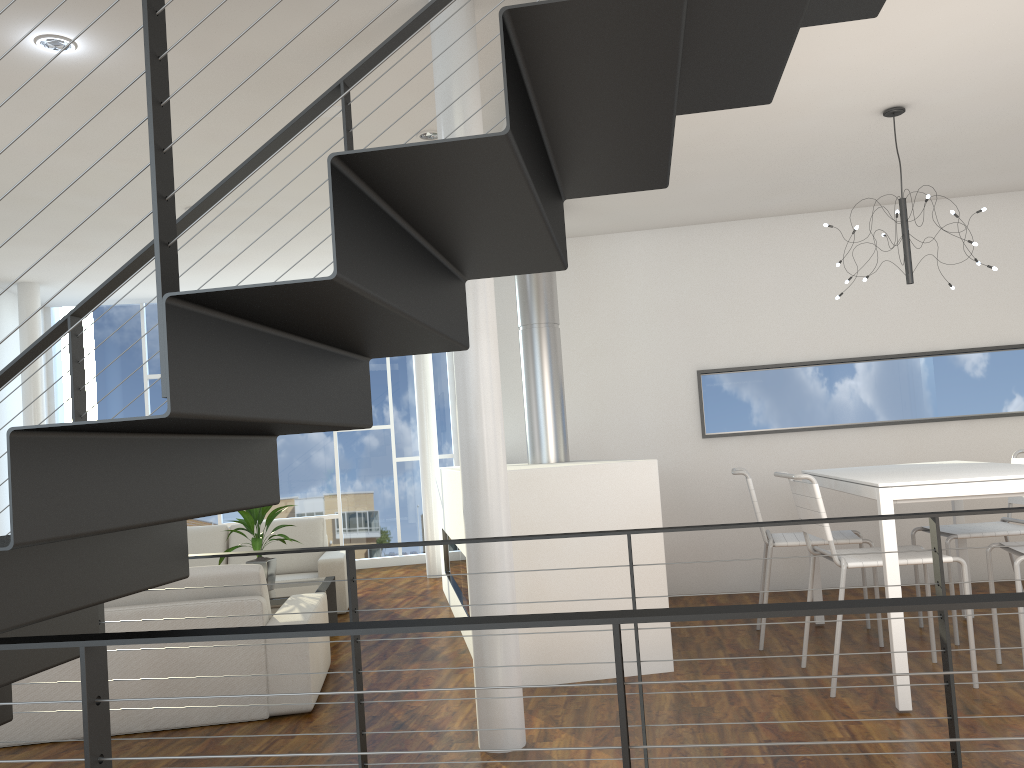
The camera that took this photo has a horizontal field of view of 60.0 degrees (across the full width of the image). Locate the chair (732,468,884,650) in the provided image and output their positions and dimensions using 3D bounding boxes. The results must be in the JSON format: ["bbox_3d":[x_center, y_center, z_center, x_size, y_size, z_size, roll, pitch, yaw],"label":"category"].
[{"bbox_3d":[1.291,0.744,3.938,0.555,0.764,0.428,-5,-3,14],"label":"chair"}]

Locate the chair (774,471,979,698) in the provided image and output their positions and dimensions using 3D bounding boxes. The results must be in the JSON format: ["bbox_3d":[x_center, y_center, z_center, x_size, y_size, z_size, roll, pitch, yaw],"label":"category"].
[{"bbox_3d":[1.304,0.690,3.244,0.555,0.764,0.428,-4,-3,5],"label":"chair"}]

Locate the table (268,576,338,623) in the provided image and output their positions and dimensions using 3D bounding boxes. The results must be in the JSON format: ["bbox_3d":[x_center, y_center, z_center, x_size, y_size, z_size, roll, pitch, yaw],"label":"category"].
[{"bbox_3d":[-1.751,1.251,4.596,1.608,0.284,0.662,-4,-4,-7],"label":"table"}]

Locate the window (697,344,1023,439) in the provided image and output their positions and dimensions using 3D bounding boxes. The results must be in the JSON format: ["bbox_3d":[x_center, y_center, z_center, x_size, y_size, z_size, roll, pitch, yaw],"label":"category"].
[{"bbox_3d":[2.129,0.046,5.220,2.024,0.407,0.165,-5,-3,8],"label":"window"}]

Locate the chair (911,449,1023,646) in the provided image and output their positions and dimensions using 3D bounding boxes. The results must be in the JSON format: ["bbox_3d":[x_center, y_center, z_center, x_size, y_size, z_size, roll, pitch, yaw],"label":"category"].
[{"bbox_3d":[2.069,0.679,3.806,0.555,0.764,0.428,-4,-3,3],"label":"chair"}]

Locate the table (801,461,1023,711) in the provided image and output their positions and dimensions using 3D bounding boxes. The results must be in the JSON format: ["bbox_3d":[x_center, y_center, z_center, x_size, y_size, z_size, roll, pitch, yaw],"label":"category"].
[{"bbox_3d":[1.650,0.697,3.471,0.700,0.719,1.402,-5,-4,8],"label":"table"}]

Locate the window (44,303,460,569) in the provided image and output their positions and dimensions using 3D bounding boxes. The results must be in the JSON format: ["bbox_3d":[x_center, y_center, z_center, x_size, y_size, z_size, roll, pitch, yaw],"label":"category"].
[{"bbox_3d":[-2.278,-1.123,7.746,3.414,5.627,0.090,-4,-3,-8],"label":"window"}]

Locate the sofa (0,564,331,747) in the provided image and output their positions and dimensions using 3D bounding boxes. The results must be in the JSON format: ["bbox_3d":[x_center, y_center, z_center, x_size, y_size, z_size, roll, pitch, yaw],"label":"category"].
[{"bbox_3d":[-1.588,1.015,3.562,1.610,0.565,0.804,-4,-4,-7],"label":"sofa"}]

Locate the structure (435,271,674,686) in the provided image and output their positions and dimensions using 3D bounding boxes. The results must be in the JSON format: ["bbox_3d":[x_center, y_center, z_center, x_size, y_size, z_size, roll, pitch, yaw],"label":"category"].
[{"bbox_3d":[0.006,0.191,4.882,0.750,2.203,2.755,-4,-4,-8],"label":"structure"}]

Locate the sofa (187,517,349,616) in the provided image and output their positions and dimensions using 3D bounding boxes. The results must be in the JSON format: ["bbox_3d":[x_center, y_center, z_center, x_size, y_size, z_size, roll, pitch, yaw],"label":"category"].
[{"bbox_3d":[-1.857,1.197,5.679,1.610,0.565,0.804,-4,-4,-7],"label":"sofa"}]

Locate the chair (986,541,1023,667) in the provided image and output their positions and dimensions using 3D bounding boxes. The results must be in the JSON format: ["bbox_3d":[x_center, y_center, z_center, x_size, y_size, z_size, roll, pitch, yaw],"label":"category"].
[{"bbox_3d":[2.001,0.628,3.081,0.555,0.764,0.428,-5,-3,15],"label":"chair"}]

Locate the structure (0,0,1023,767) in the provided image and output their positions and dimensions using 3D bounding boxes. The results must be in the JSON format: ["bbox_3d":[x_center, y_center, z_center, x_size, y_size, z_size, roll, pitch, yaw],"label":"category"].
[{"bbox_3d":[0.098,0.558,1.597,4.362,6.288,1.095,-5,-3,8],"label":"structure"}]

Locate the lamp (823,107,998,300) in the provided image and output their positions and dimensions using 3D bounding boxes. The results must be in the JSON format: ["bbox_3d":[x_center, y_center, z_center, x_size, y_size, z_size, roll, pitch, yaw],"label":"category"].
[{"bbox_3d":[1.588,-0.757,3.600,0.619,0.725,0.590,-6,-4,30],"label":"lamp"}]

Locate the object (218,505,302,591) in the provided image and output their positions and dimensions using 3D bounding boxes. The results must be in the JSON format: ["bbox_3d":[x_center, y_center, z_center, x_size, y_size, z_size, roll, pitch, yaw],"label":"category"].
[{"bbox_3d":[-1.309,0.778,4.638,0.432,0.600,0.458,-3,-4,-23],"label":"object"}]
